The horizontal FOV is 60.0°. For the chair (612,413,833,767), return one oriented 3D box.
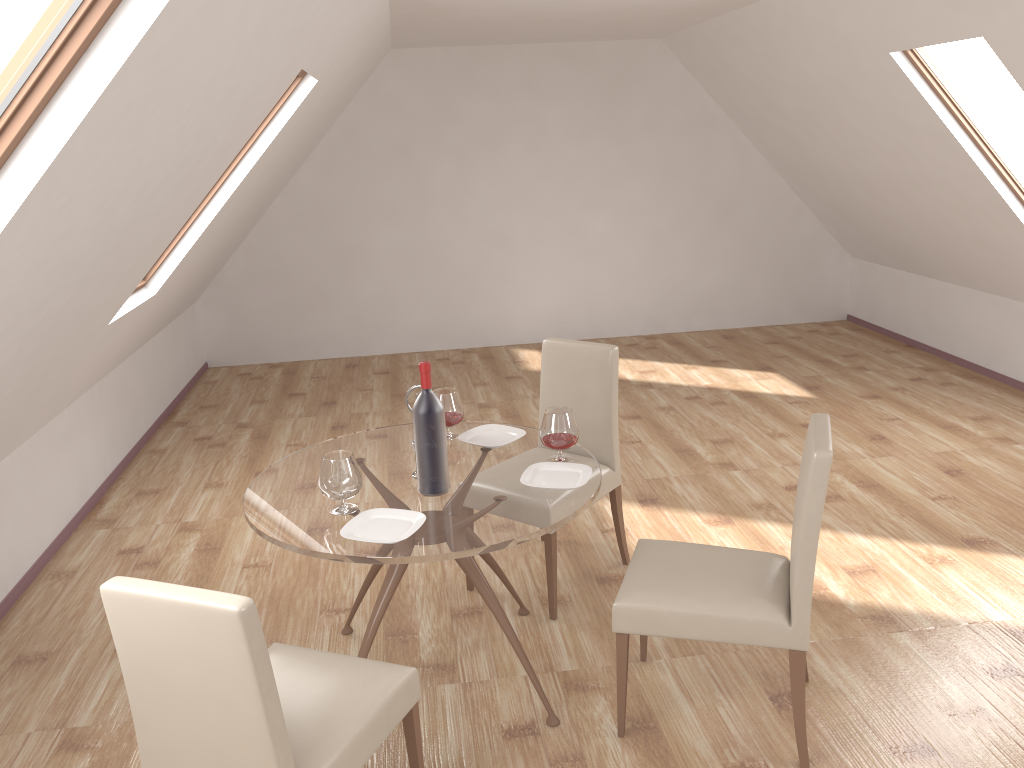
[{"bbox_3d":[0.668,0.604,2.834,0.618,0.999,0.477,2,17,18],"label":"chair"}]

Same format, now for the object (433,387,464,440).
[{"bbox_3d":[-0.252,0.113,3.391,0.136,0.183,0.136,-11,18,-27],"label":"object"}]

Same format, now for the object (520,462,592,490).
[{"bbox_3d":[0.147,0.309,2.929,0.228,0.020,0.228,2,16,15],"label":"object"}]

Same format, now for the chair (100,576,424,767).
[{"bbox_3d":[-0.586,0.833,2.246,0.477,0.999,0.618,3,17,20],"label":"chair"}]

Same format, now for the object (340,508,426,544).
[{"bbox_3d":[-0.377,0.424,2.614,0.228,0.020,0.228,3,17,19],"label":"object"}]

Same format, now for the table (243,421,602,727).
[{"bbox_3d":[-0.279,0.684,3.131,1.198,0.770,1.198,1,16,14],"label":"table"}]

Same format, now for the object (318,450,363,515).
[{"bbox_3d":[-0.533,0.306,2.760,0.136,0.183,0.136,3,17,20],"label":"object"}]

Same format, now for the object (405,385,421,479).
[{"bbox_3d":[-0.303,0.158,2.984,0.086,0.322,0.096,-17,21,-41],"label":"object"}]

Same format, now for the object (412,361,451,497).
[{"bbox_3d":[-0.263,0.141,2.828,0.109,0.435,0.109,-6,16,-10],"label":"object"}]

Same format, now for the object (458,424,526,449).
[{"bbox_3d":[-0.075,0.202,3.346,0.228,0.020,0.228,10,20,37],"label":"object"}]

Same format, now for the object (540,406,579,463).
[{"bbox_3d":[0.165,0.178,3.092,0.136,0.183,0.136,-11,18,-27],"label":"object"}]

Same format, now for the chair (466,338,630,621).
[{"bbox_3d":[0.146,0.365,3.769,0.477,0.999,0.618,9,20,37],"label":"chair"}]
